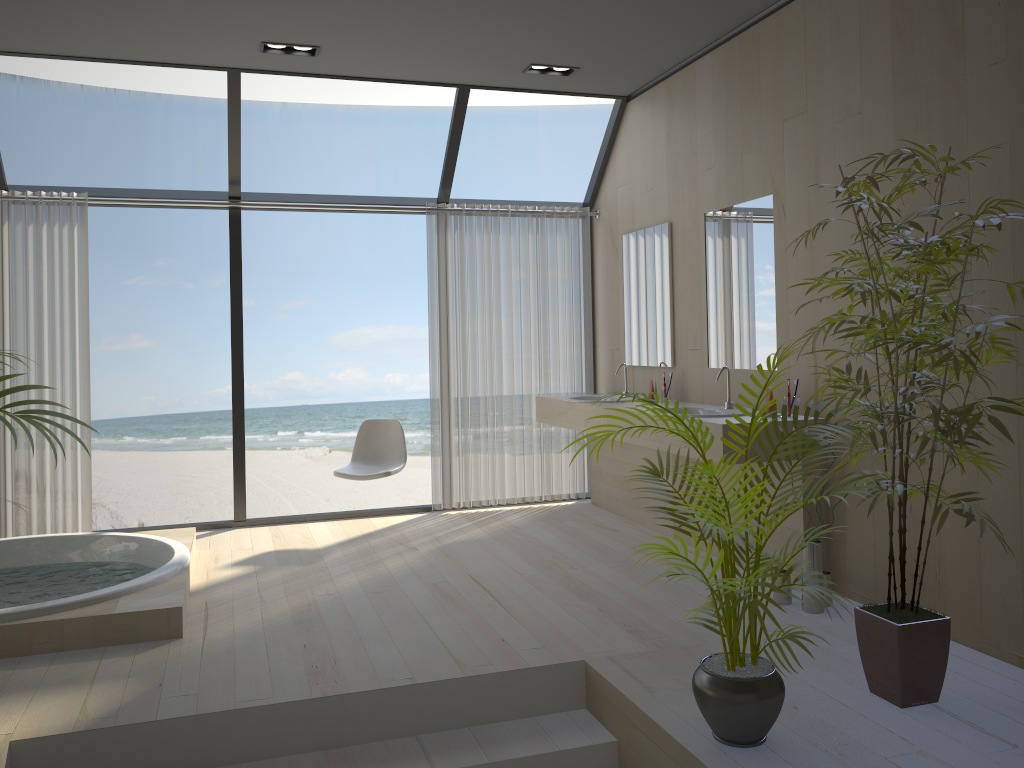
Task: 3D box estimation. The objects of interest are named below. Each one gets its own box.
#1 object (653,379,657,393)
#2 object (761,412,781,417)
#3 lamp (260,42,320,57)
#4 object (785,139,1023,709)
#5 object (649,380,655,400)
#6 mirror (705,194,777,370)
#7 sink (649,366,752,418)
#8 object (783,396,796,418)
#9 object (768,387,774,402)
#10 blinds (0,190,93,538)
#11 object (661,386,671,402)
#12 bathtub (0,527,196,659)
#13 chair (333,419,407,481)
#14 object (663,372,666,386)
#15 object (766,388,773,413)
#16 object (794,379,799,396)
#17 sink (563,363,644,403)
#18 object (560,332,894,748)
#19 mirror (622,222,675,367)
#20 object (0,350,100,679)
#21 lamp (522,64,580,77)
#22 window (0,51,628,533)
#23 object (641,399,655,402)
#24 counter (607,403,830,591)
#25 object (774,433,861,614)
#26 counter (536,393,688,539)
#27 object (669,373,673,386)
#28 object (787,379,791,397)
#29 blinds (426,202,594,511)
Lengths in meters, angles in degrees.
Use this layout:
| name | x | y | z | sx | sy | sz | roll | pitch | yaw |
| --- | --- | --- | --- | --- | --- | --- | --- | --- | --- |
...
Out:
| name | x | y | z | sx | sy | sz | roll | pitch | yaw |
| --- | --- | --- | --- | --- | --- | --- | --- | --- | --- |
| object | 0.871 | 0.036 | 5.407 | 0.039 | 0.135 | 0.039 | -2 | -1 | 31 |
| object | 1.188 | 0.140 | 4.073 | 0.104 | 0.029 | 0.032 | 0 | 1 | 22 |
| lamp | -1.199 | -1.855 | 4.775 | 0.301 | 0.112 | 0.164 | -2 | 2 | -18 |
| object | 1.283 | 0.116 | 2.813 | 0.786 | 1.757 | 0.935 | -1 | 0 | 7 |
| object | 0.836 | 0.042 | 5.298 | 0.039 | 0.135 | 0.039 | -2 | -1 | 31 |
| mirror | 1.201 | -0.511 | 4.645 | 0.023 | 0.869 | 0.653 | -1 | 0 | -18 |
| sink | 0.947 | 0.125 | 4.424 | 0.504 | 0.419 | 0.574 | -2 | 1 | -14 |
| object | 1.281 | 0.106 | 4.081 | 0.058 | 0.100 | 0.058 | -1 | 0 | -8 |
| object | 1.242 | 0.081 | 4.260 | 0.039 | 0.135 | 0.039 | -1 | -1 | 23 |
| blinds | -3.096 | -0.096 | 5.147 | 1.183 | 2.072 | 0.084 | -1 | -1 | -18 |
| object | 0.909 | 0.061 | 5.228 | 0.058 | 0.100 | 0.058 | -1 | 0 | -11 |
| bathtub | -2.428 | 0.955 | 4.019 | 1.822 | 0.699 | 1.647 | -2 | 2 | -18 |
| chair | -0.867 | 0.408 | 5.490 | 0.369 | 0.347 | 0.454 | -1 | 1 | 11 |
| object | 0.897 | 0.020 | 5.201 | 0.012 | 0.178 | 0.050 | -2 | -1 | 21 |
| object | 1.208 | 0.087 | 4.151 | 0.039 | 0.135 | 0.039 | -1 | -1 | 23 |
| object | 1.295 | 0.065 | 4.079 | 0.054 | 0.175 | 0.012 | -1 | -1 | 7 |
| sink | 0.575 | 0.080 | 5.572 | 0.504 | 0.419 | 0.574 | -2 | 1 | -14 |
| object | 0.590 | 0.430 | 2.539 | 0.915 | 1.158 | 0.751 | -1 | 0 | 16 |
| mirror | 0.855 | -0.549 | 5.622 | 0.023 | 0.869 | 0.653 | -1 | 0 | -18 |
| object | -1.489 | 0.413 | 1.958 | 1.065 | 1.346 | 0.872 | -2 | 0 | -29 |
| lamp | 0.228 | -1.907 | 5.238 | 0.301 | 0.112 | 0.164 | -2 | 2 | -18 |
| window | -1.488 | -0.487 | 5.473 | 4.562 | 2.815 | 0.744 | -2 | 0 | -18 |
| object | 0.816 | 0.095 | 5.220 | 0.104 | 0.029 | 0.032 | 0 | 1 | 22 |
| counter | 0.990 | 0.537 | 4.466 | 0.550 | 0.791 | 1.205 | -1 | 2 | -18 |
| object | 1.327 | 0.577 | 3.799 | 0.407 | 0.749 | 0.273 | -1 | 0 | -30 |
| counter | 0.618 | 0.492 | 5.613 | 0.550 | 0.791 | 1.205 | -1 | 2 | -18 |
| object | 0.924 | 0.019 | 5.226 | 0.054 | 0.175 | 0.012 | -1 | -1 | 7 |
| object | 1.269 | 0.065 | 4.054 | 0.012 | 0.178 | 0.050 | -2 | -1 | 21 |
| blinds | -0.001 | -0.208 | 6.151 | 1.183 | 2.072 | 0.084 | -1 | -1 | -18 |
